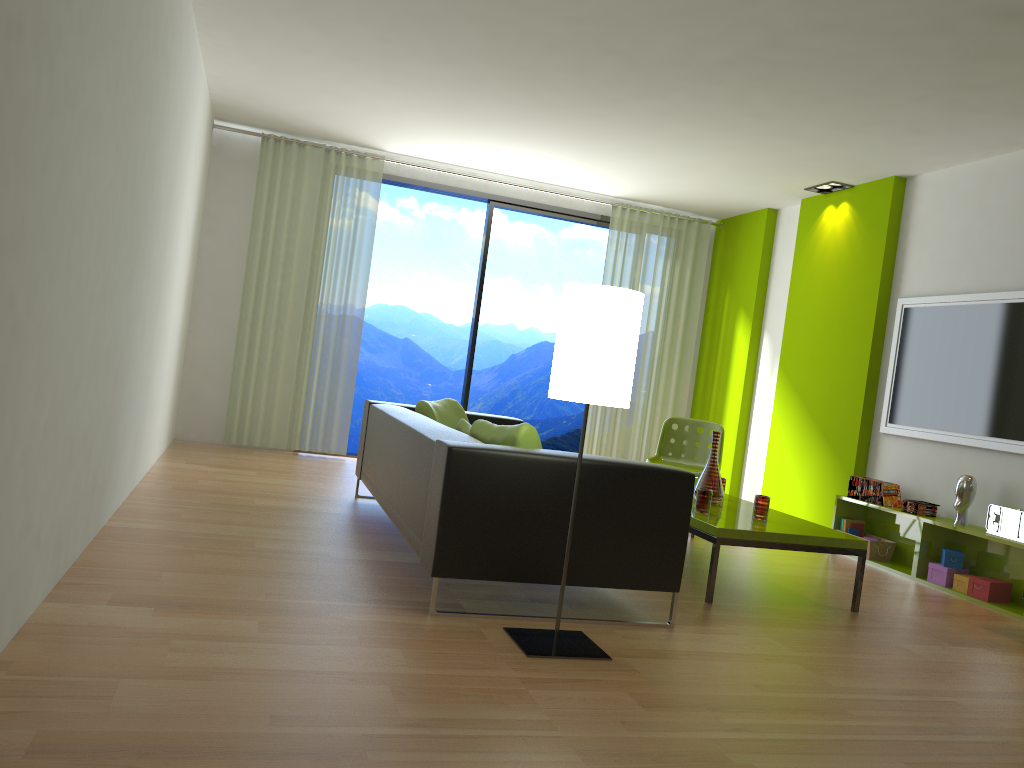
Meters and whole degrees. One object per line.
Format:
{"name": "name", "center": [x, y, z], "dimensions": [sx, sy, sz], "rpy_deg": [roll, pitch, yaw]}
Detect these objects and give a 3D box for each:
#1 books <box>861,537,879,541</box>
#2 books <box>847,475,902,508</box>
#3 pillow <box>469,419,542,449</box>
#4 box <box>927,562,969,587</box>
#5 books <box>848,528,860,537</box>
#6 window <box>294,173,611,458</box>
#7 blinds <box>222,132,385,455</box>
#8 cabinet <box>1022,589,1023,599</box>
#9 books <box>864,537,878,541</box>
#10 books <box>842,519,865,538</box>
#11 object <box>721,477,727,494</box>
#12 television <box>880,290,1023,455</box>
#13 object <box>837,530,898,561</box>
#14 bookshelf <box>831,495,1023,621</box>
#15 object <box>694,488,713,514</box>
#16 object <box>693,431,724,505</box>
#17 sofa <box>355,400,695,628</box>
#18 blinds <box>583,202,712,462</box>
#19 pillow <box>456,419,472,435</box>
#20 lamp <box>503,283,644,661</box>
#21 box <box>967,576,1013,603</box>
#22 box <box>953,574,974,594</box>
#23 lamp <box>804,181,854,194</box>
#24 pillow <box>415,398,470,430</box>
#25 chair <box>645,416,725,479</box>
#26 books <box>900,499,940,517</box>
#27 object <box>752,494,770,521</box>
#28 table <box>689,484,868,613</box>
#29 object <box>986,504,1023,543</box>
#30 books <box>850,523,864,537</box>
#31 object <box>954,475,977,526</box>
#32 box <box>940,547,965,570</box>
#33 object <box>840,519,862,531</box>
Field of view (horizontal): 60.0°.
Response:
{"name": "books", "center": [2.378, 1.045, 5.849], "dimensions": [0.143, 0.025, 0.182], "rpy_deg": [7, 1, -16]}
{"name": "books", "center": [2.415, 0.716, 5.888], "dimensions": [0.147, 0.150, 0.370], "rpy_deg": [7, 1, -16]}
{"name": "pillow", "center": [-0.018, 0.348, 3.776], "dimensions": [0.210, 0.403, 0.457], "rpy_deg": [7, 1, -31]}
{"name": "box", "center": [2.555, 1.124, 5.199], "dimensions": [0.202, 0.116, 0.135], "rpy_deg": [7, 1, -21]}
{"name": "books", "center": [2.306, 1.052, 5.997], "dimensions": [0.086, 0.148, 0.025], "rpy_deg": [7, 1, -16]}
{"name": "window", "center": [-0.144, -0.441, 8.136], "dimensions": [3.336, 2.498, 0.219], "rpy_deg": [7, 1, -16]}
{"name": "blinds", "center": [-1.735, -0.727, 7.427], "dimensions": [1.012, 2.568, 0.067], "rpy_deg": [7, 1, -16]}
{"name": "cabinet", "center": [3.120, 1.020, 2.647], "dimensions": [0.547, 0.593, 3.384], "rpy_deg": [7, 1, -16]}
{"name": "books", "center": [2.374, 1.027, 5.865], "dimensions": [0.087, 0.008, 0.110], "rpy_deg": [8, 1, 24]}
{"name": "books", "center": [2.324, 1.027, 6.038], "dimensions": [0.158, 0.202, 0.051], "rpy_deg": [7, 1, -16]}
{"name": "object", "center": [1.216, 0.611, 5.216], "dimensions": [0.076, 0.122, 0.075], "rpy_deg": [8, 1, 18]}
{"name": "television", "center": [2.827, -0.089, 5.394], "dimensions": [0.028, 0.941, 1.537], "rpy_deg": [7, 1, -16]}
{"name": "object", "center": [2.352, 1.077, 5.911], "dimensions": [0.213, 0.129, 0.367], "rpy_deg": [7, 1, -16]}
{"name": "bookshelf", "center": [2.575, 1.007, 5.361], "dimensions": [0.306, 0.378, 1.630], "rpy_deg": [7, 1, -16]}
{"name": "object", "center": [0.959, 0.587, 4.440], "dimensions": [0.076, 0.122, 0.075], "rpy_deg": [8, 1, 18]}
{"name": "object", "center": [1.097, 0.458, 4.866], "dimensions": [0.168, 0.400, 0.168], "rpy_deg": [7, 1, -31]}
{"name": "sofa", "center": [-0.122, 0.532, 4.580], "dimensions": [1.061, 0.639, 2.583], "rpy_deg": [7, 1, -16]}
{"name": "blinds", "center": [1.234, -0.343, 8.307], "dimensions": [1.012, 2.568, 0.067], "rpy_deg": [7, 1, -16]}
{"name": "pillow", "center": [-0.142, 0.341, 4.150], "dimensions": [0.164, 0.317, 0.380], "rpy_deg": [7, 1, -33]}
{"name": "lamp", "center": [0.234, 0.290, 3.074], "dimensions": [0.302, 1.244, 0.295], "rpy_deg": [7, 1, -16]}
{"name": "box", "center": [2.641, 1.139, 4.902], "dimensions": [0.202, 0.116, 0.135], "rpy_deg": [7, 1, -21]}
{"name": "box", "center": [2.608, 1.145, 5.057], "dimensions": [0.169, 0.093, 0.102], "rpy_deg": [7, 1, -21]}
{"name": "lamp", "center": [2.422, -1.555, 6.762], "dimensions": [0.192, 0.131, 0.352], "rpy_deg": [7, 1, -16]}
{"name": "pillow", "center": [-0.425, 0.269, 5.386], "dimensions": [0.269, 0.362, 0.399], "rpy_deg": [8, 1, 32]}
{"name": "chair", "center": [1.207, 0.623, 6.289], "dimensions": [0.640, 0.759, 0.546], "rpy_deg": [8, 1, 22]}
{"name": "books", "center": [2.524, 0.769, 5.497], "dimensions": [0.164, 0.078, 0.172], "rpy_deg": [7, 1, -18]}
{"name": "object", "center": [1.262, 0.627, 4.490], "dimensions": [0.075, 0.122, 0.076], "rpy_deg": [8, 1, 39]}
{"name": "table", "center": [1.057, 0.828, 4.919], "dimensions": [0.810, 0.349, 1.682], "rpy_deg": [7, 1, -16]}
{"name": "object", "center": [2.721, 0.761, 4.830], "dimensions": [0.047, 0.176, 0.340], "rpy_deg": [7, 1, -11]}
{"name": "books", "center": [2.339, 1.039, 6.020], "dimensions": [0.105, 0.182, 0.031], "rpy_deg": [7, 1, -16]}
{"name": "object", "center": [2.653, 0.684, 5.197], "dimensions": [0.107, 0.305, 0.107], "rpy_deg": [8, 1, 40]}
{"name": "box", "center": [2.577, 1.022, 5.192], "dimensions": [0.102, 0.093, 0.138], "rpy_deg": [8, 1, 19]}
{"name": "object", "center": [2.317, 1.027, 6.062], "dimensions": [0.158, 0.200, 0.040], "rpy_deg": [7, 1, -16]}
